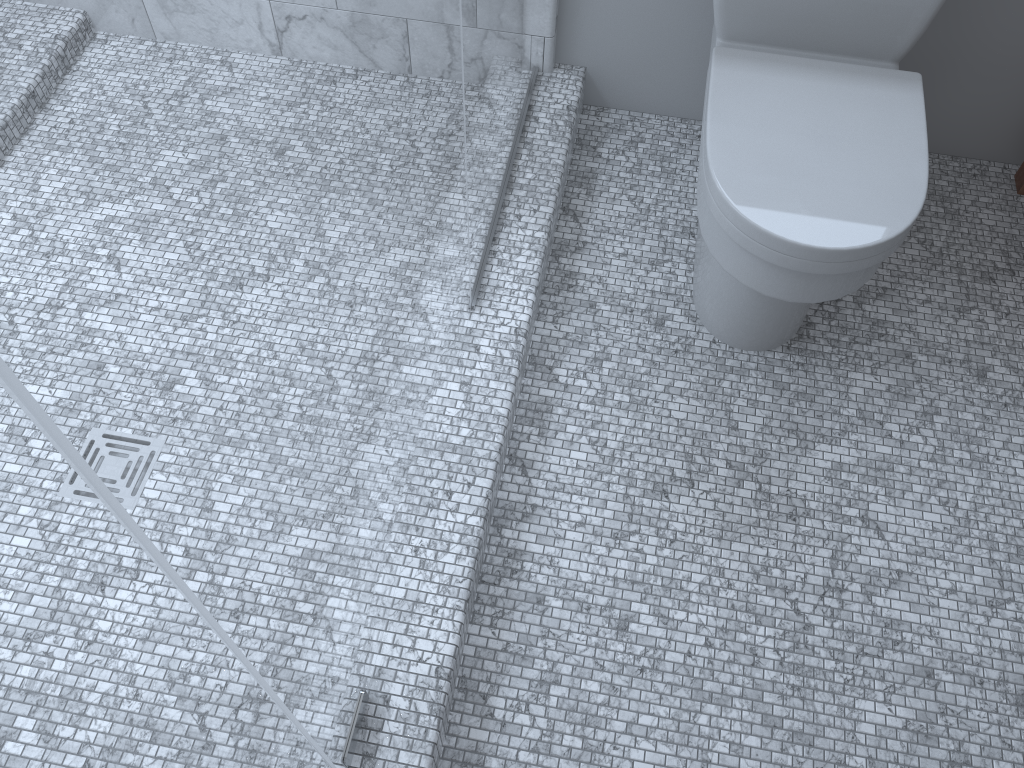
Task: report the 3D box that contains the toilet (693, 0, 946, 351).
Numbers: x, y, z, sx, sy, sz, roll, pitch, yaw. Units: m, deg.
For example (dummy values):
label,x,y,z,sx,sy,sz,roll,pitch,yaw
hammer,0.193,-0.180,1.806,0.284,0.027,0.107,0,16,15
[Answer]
label,x,y,z,sx,sy,sz,roll,pitch,yaw
toilet,0.489,-0.448,1.574,0.490,0.727,0.722,10,57,5

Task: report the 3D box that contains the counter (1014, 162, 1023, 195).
label,x,y,z,sx,sy,sz,roll,pitch,yaw
counter,1.498,-0.411,1.579,0.828,0.810,0.539,10,57,5
